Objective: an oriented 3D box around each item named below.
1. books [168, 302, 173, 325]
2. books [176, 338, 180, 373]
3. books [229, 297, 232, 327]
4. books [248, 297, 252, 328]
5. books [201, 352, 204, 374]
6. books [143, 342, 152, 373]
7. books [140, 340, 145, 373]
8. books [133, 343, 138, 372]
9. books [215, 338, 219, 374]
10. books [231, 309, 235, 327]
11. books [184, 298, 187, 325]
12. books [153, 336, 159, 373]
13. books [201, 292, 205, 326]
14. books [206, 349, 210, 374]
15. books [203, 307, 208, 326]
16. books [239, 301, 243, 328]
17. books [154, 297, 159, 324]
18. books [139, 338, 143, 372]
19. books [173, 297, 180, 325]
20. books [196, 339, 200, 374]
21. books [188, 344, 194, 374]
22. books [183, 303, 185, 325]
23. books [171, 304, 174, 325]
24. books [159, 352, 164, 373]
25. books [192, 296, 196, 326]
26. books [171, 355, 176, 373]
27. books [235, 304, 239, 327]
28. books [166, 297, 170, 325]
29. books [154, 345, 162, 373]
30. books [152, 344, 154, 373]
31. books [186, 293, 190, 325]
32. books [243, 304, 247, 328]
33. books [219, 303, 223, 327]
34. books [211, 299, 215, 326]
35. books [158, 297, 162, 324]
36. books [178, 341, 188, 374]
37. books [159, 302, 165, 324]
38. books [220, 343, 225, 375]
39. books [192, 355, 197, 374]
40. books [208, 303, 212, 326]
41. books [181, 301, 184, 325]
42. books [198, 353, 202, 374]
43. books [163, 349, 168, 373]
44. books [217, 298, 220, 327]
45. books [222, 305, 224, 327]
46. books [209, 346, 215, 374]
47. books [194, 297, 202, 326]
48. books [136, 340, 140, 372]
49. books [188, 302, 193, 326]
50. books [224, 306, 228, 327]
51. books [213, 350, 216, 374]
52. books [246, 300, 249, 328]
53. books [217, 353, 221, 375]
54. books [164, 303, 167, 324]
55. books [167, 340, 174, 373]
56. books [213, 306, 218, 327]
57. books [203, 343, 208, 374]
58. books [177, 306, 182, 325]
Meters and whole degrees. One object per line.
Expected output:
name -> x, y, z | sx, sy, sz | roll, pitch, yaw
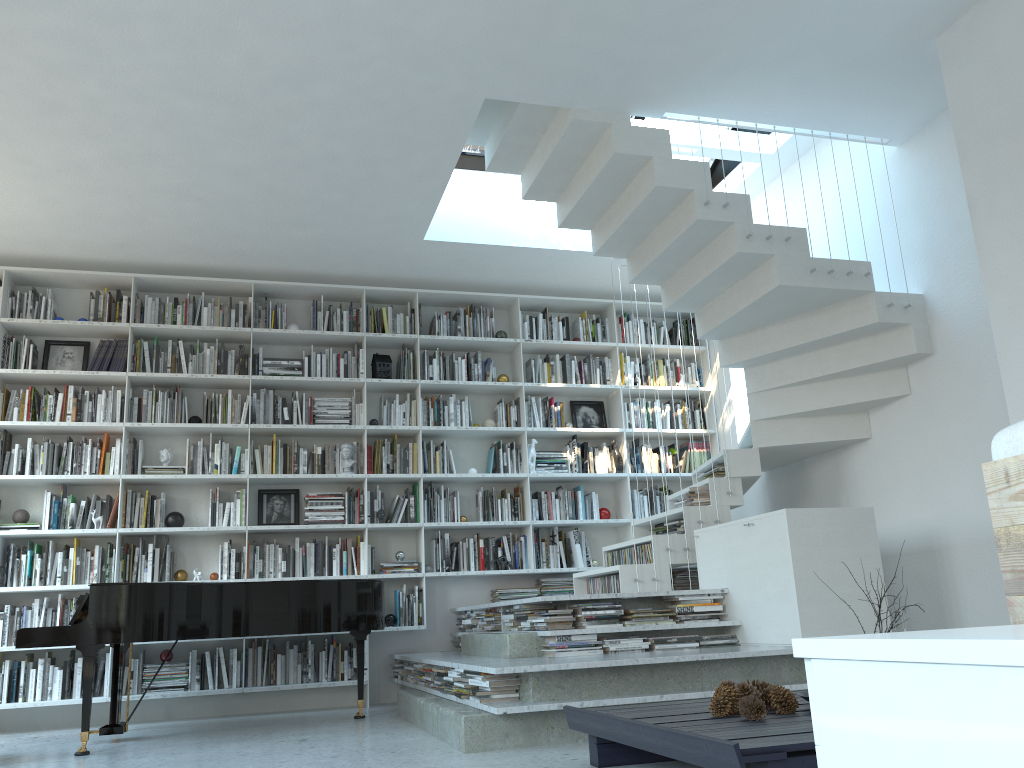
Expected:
books -> -2.575, -0.484, 6.688 | 0.025, 0.234, 0.130 | 1, -15, -16
books -> -2.493, -0.169, 6.618 | 0.013, 0.314, 0.135 | 1, -15, -16
books -> -2.156, -0.504, 6.789 | 0.013, 0.284, 0.160 | 1, -15, -16
books -> -2.016, -0.503, 6.825 | 0.026, 0.287, 0.176 | 1, -15, -16
books -> -2.315, -0.118, 6.637 | 0.010, 0.208, 0.174 | 1, -15, -16
books -> -2.684, -0.157, 6.548 | 0.067, 0.273, 0.168 | 1, -15, -16
books -> -2.720, -0.166, 6.532 | 0.010, 0.286, 0.148 | 1, -15, -16
books -> -2.757, -0.155, 6.505 | 0.023, 0.255, 0.175 | 1, -15, -16
books -> -2.221, -0.167, 6.672 | 0.011, 0.312, 0.184 | 1, -15, -16
books -> -2.131, -0.457, 6.777 | 0.031, 0.184, 0.177 | 1, -15, -16
books -> -2.458, -0.496, 6.695 | 0.013, 0.251, 0.184 | 1, -15, -16
books -> -2.632, -0.179, 6.551 | 0.012, 0.314, 0.172 | 1, -15, -16
books -> -2.350, -0.522, 6.745 | 0.014, 0.314, 0.166 | 1, -15, -16
books -> -2.273, -0.128, 6.641 | 0.021, 0.225, 0.192 | 1, -15, -16
books -> -2.323, -0.463, 6.729 | 0.031, 0.189, 0.182 | 1, -15, -16
books -> -2.085, -0.487, 6.819 | 0.029, 0.260, 0.152 | 1, -15, -16
books -> -2.655, -0.500, 6.643 | 0.023, 0.250, 0.171 | 1, -15, -16
books -> -2.738, -0.170, 6.553 | 0.014, 0.308, 0.130 | 1, -15, -16
books -> -2.536, -0.501, 6.694 | 0.028, 0.267, 0.152 | 1, -15, -16
books -> -2.352, -0.166, 6.640 | 0.012, 0.307, 0.145 | 1, -15, -16
books -> -2.398, -0.145, 6.628 | 0.027, 0.264, 0.169 | 1, -15, -16
books -> -2.469, -0.480, 6.687 | 0.011, 0.215, 0.160 | 1, -15, -16
books -> -2.554, -0.476, 6.683 | 0.012, 0.215, 0.150 | 1, -15, -16
books -> -2.587, -0.119, 6.565 | 0.024, 0.201, 0.154 | 1, -15, -16
books -> -2.408, -0.507, 6.712 | 0.013, 0.275, 0.165 | 1, -15, -16
books -> -2.510, -0.106, 6.587 | 0.034, 0.180, 0.160 | 1, -15, -16
books -> -2.108, -0.479, 6.801 | 0.026, 0.236, 0.149 | 1, -15, -16
books -> -2.585, -0.505, 6.663 | 0.010, 0.263, 0.161 | 1, -15, -16
books -> -2.611, -0.143, 6.549 | 0.031, 0.241, 0.182 | 1, -15, -16
books -> -2.644, -0.151, 6.550 | 0.011, 0.259, 0.157 | 1, -15, -16
books -> -2.448, -0.518, 6.707 | 0.010, 0.298, 0.151 | 1, -15, -16
books -> -2.051, -0.475, 6.803 | 0.026, 0.224, 0.172 | 1, -15, -16
books -> -2.218, -0.479, 6.761 | 0.021, 0.228, 0.161 | 1, -15, -16
books -> -2.281, -0.497, 6.761 | 0.014, 0.268, 0.156 | 1, -15, -16
books -> -2.636, -0.500, 6.644 | 0.012, 0.249, 0.174 | 1, -15, -16
books -> -2.443, -0.160, 6.602 | 0.075, 0.284, 0.179 | 1, -15, -16
books -> -2.612, -0.483, 6.633 | 0.029, 0.207, 0.179 | 1, -15, -16
books -> -2.188, -0.149, 6.702 | 0.022, 0.289, 0.147 | 1, -15, -16
books -> -2.367, -0.105, 6.619 | 0.028, 0.179, 0.168 | 1, -15, -16
books -> -2.299, -0.482, 6.750 | 0.026, 0.235, 0.134 | 1, -15, -16
books -> -2.483, -0.487, 6.693 | 0.013, 0.234, 0.155 | 1, -15, -16
books -> -2.339, -0.113, 6.657 | 0.024, 0.211, 0.128 | 1, -15, -16
books -> -2.561, -0.129, 6.568 | 0.029, 0.218, 0.158 | 1, -15, -16
books -> -2.234, -0.500, 6.755 | 0.014, 0.265, 0.192 | 1, -15, -16
books -> -2.198, -0.471, 6.752 | 0.013, 0.206, 0.178 | 1, -15, -16
books -> -2.255, -0.139, 6.669 | 0.028, 0.260, 0.136 | 1, -15, -16
books -> -2.377, -0.505, 6.718 | 0.052, 0.272, 0.173 | 1, -15, -16
books -> -2.744, -0.164, 6.527 | 0.013, 0.282, 0.159 | 1, -15, -16
books -> -2.431, -0.484, 6.715 | 0.029, 0.235, 0.130 | 1, -15, -16
books -> -2.178, -0.468, 6.754 | 0.026, 0.199, 0.187 | 1, -15, -16
books -> -2.234, -0.125, 6.668 | 0.013, 0.230, 0.142 | 1, -15, -16
books -> -2.035, -0.492, 6.821 | 0.014, 0.266, 0.172 | 1, -15, -16
books -> -2.208, -0.113, 6.683 | 0.024, 0.213, 0.150 | 1, -15, -16
books -> -2.595, -0.478, 6.651 | 0.015, 0.207, 0.167 | 1, -15, -16
books -> -2.538, -0.164, 6.584 | 0.023, 0.292, 0.156 | 1, -15, -16
books -> -2.261, -0.467, 6.768 | 0.029, 0.213, 0.142 | 1, -15, -16
books -> -2.303, -0.151, 6.664 | 0.026, 0.285, 0.138 | 1, -15, -16
books -> -2.504, -0.471, 6.686 | 0.030, 0.201, 0.152 | 1, -15, -16
